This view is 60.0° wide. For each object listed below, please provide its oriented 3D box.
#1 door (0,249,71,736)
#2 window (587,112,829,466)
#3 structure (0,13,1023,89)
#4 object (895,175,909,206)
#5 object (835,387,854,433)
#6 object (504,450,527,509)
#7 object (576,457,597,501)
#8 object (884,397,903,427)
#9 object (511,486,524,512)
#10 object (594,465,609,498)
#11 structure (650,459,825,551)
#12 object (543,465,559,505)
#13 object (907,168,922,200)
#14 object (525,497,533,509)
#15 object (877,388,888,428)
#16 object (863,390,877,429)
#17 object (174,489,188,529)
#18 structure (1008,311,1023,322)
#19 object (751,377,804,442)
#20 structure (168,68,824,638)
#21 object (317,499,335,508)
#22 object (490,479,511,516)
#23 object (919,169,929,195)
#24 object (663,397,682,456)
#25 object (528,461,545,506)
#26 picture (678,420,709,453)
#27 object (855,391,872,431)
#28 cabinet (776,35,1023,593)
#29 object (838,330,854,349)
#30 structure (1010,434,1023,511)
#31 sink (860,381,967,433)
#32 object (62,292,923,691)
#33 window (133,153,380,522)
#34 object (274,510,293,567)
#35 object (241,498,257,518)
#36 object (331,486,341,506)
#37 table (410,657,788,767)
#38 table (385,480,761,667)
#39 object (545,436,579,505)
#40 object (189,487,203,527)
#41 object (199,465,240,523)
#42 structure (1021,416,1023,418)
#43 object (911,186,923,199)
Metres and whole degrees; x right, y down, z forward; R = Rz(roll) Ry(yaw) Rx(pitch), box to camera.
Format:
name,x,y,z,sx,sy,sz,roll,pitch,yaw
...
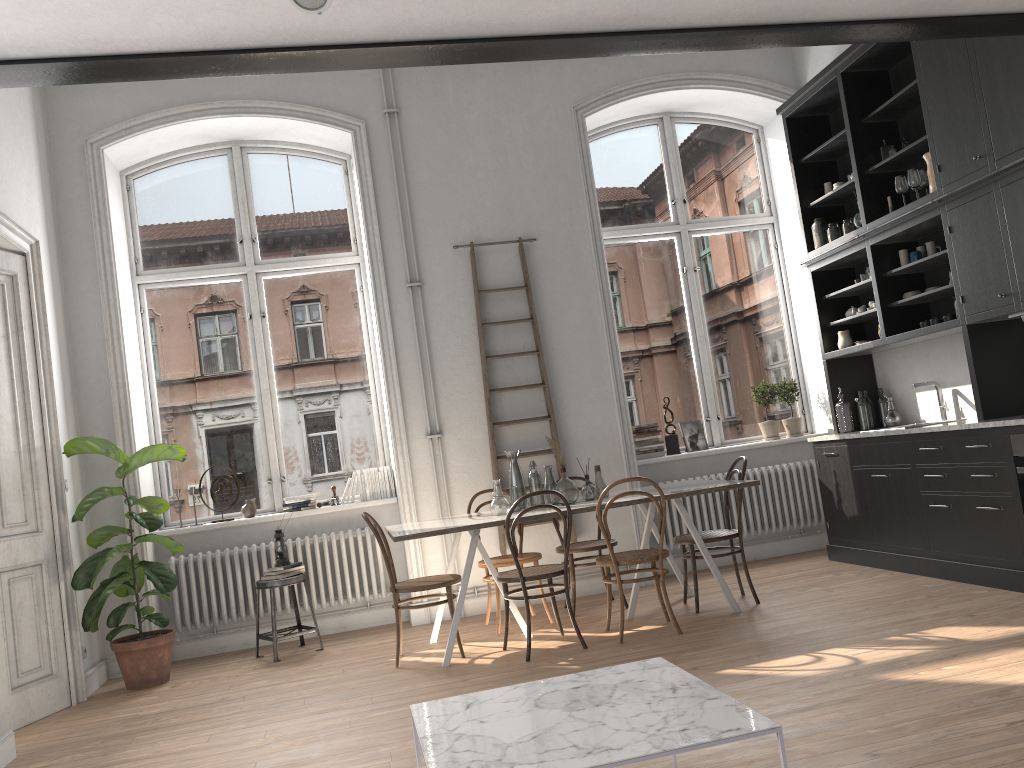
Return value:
name,x,y,z,sx,sy,sz,roll,pitch,yaw
door,-2.993,0.545,4.998,0.216,2.812,1.097,-9,-4,13
window,6.525,-5.633,12.186,14.382,15.925,26.420,-7,-5,-11
structure,0.750,-1.961,1.097,5.926,1.212,4.161,-7,-5,-11
object,2.584,-1.265,5.863,0.083,0.221,0.083,-10,-4,20
object,2.542,0.197,6.802,0.109,0.349,0.109,-6,-5,-30
object,0.029,0.624,5.762,0.116,0.382,0.116,-8,-4,0
object,0.484,0.608,5.725,0.106,0.283,0.107,-7,-4,-16
object,2.842,0.207,6.633,0.132,0.219,0.120,-7,-4,-11
object,0.025,0.729,5.636,0.083,0.158,0.084,-7,-4,-16
object,0.573,0.638,5.816,0.101,0.211,0.101,-10,-5,28
structure,1.856,0.983,7.256,1.577,0.552,0.195,-7,-4,-11
object,0.251,0.658,5.760,0.098,0.255,0.100,-5,-5,-34
object,2.611,-1.279,5.735,0.083,0.221,0.083,-11,-5,35
object,0.106,0.743,5.553,0.058,0.094,0.058,-9,-4,17
object,2.833,0.179,6.764,0.086,0.301,0.086,-11,-5,34
object,2.752,0.198,6.855,0.086,0.301,0.086,-8,-4,3
object,-2.487,0.931,6.631,0.095,0.288,0.095,-10,-4,20
structure,3.073,-0.463,4.659,0.379,0.123,0.844,-7,-5,-11
object,2.268,0.209,7.578,0.500,0.523,0.234,-6,-5,-22
structure,-0.168,-0.532,6.949,5.181,4.471,0.340,-7,-4,-11
object,-1.440,0.919,6.807,0.088,0.048,0.153,-10,-5,28
object,-0.081,0.700,5.489,0.132,0.219,0.132,-6,-5,-22
object,2.703,-1.287,5.786,0.083,0.221,0.083,-7,-4,-12
object,1.312,0.346,7.382,0.122,0.488,0.102,-9,-4,13
object,0.150,0.641,5.669,0.086,0.301,0.086,-6,-5,-26
picture,1.504,0.445,7.451,0.221,0.264,0.149,-6,-5,-28
object,2.673,0.202,6.759,0.086,0.301,0.086,-6,-5,-26
cabinet,2.769,-0.618,5.417,0.635,3.581,3.253,-7,-4,-11
object,2.563,-0.336,6.812,0.127,0.144,0.116,-5,-5,-32
structure,3.077,0.519,4.557,0.618,0.622,0.622,-7,-4,-11
sink,2.770,0.253,6.113,0.514,0.504,0.526,-7,-4,-11
object,0.038,0.696,6.036,5.826,1.841,0.792,-8,-4,-6
window,-2.006,-0.447,7.013,1.622,2.841,0.013,-7,-4,-11
object,-1.608,1.077,6.226,0.163,0.383,0.154,-5,-5,-38
object,-1.983,0.937,6.683,0.100,0.142,0.102,-5,-5,-37
object,-1.354,0.851,6.773,0.048,0.153,0.088,-4,-6,-41
table,0.193,1.119,2.475,0.849,0.392,0.850,-7,-5,-11
table,0.370,1.153,5.615,2.200,0.779,1.101,-7,-4,-11
object,0.323,0.540,5.621,0.157,0.446,0.157,-8,-4,7
object,-2.362,0.911,6.597,0.095,0.288,0.095,-9,-4,11
object,-2.190,0.822,6.659,0.347,0.424,0.087,-10,-4,21
structure,3.029,0.128,4.587,0.427,0.011,0.593,-7,-5,-11
object,2.688,-1.279,5.867,0.083,0.221,0.083,-7,-4,-19
